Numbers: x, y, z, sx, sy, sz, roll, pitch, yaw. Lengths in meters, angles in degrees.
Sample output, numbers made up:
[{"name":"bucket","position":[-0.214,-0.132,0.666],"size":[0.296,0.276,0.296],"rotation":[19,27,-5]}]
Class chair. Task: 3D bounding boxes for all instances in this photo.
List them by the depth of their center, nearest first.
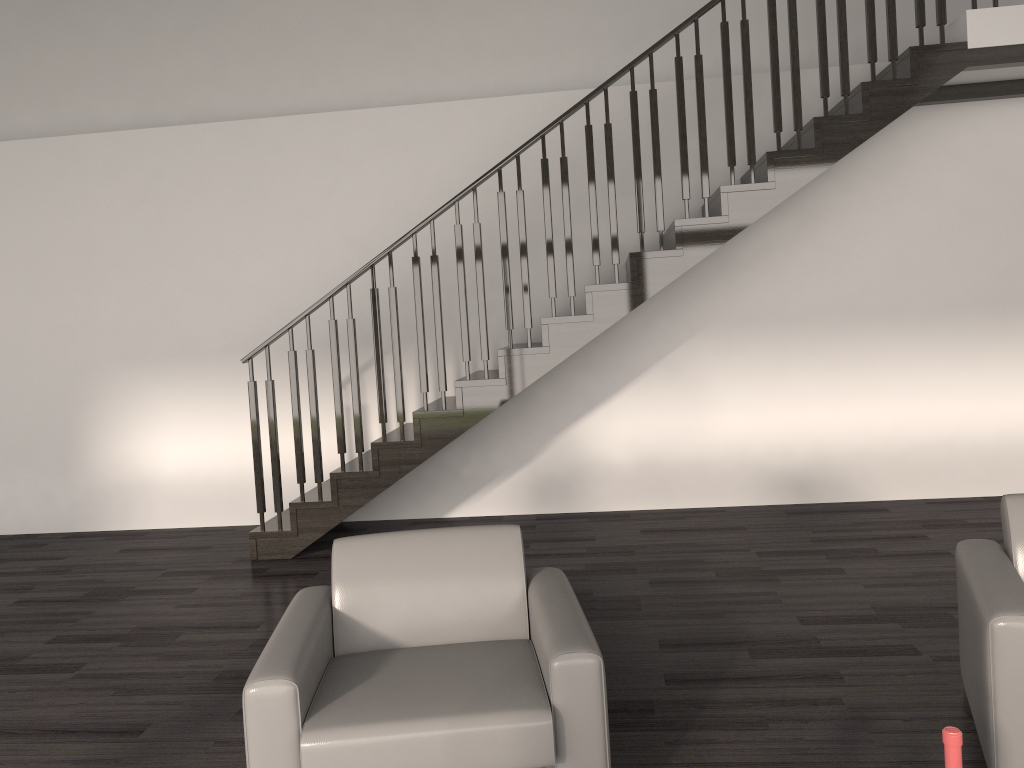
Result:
[{"name":"chair","position":[1.879,0.751,2.604],"size":[0.962,0.716,0.912],"rotation":[-2,4,21]},{"name":"chair","position":[-0.243,0.879,2.678],"size":[0.963,0.716,0.911],"rotation":[-4,3,-4]}]

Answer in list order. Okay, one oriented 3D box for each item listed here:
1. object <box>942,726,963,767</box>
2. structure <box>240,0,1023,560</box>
[{"name":"object","position":[0.813,0.814,1.620],"size":[0.093,0.370,0.093],"rotation":[-3,2,5]},{"name":"structure","position":[1.422,-1.138,5.682],"size":[6.340,4.089,1.002],"rotation":[-3,2,6]}]
